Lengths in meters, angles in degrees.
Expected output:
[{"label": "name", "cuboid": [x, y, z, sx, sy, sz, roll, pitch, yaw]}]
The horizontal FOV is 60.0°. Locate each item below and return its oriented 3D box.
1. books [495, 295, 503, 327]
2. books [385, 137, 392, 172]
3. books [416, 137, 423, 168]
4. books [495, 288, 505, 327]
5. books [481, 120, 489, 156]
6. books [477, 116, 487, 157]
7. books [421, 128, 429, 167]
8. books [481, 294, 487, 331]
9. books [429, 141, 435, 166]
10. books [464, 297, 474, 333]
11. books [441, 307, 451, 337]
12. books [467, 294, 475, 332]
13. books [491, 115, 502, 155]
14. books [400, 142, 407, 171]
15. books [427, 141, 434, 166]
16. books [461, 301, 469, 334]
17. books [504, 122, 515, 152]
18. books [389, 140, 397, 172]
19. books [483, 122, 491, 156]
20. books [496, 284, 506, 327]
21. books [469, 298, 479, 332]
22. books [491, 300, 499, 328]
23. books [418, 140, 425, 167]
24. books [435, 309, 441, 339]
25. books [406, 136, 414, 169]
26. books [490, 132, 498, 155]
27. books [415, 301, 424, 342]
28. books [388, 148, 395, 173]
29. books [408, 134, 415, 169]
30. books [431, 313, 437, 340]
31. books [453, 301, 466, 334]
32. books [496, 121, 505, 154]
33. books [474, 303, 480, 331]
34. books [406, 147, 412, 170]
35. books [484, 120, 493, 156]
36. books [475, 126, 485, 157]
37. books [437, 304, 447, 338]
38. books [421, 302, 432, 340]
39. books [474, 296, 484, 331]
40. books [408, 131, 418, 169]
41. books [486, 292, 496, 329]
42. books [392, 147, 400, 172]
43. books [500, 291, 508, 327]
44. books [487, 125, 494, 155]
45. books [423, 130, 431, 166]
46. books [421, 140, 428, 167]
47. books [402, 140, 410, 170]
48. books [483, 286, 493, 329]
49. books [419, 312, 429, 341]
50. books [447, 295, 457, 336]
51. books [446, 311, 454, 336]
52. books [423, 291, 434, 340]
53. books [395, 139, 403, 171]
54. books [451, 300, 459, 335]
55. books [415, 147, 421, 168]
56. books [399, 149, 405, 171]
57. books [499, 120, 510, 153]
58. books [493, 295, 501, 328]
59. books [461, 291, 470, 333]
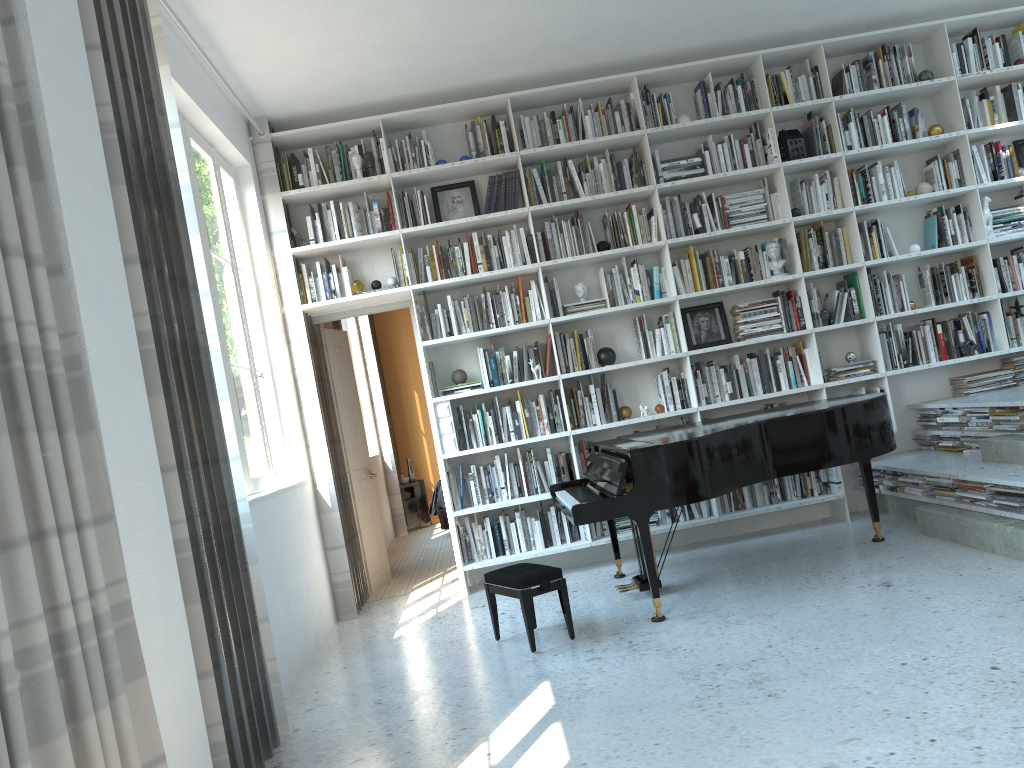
[{"label": "books", "cuboid": [-0.087, -0.468, 5.905, 0.013, 0.227, 0.151, -10, -1, -3]}, {"label": "books", "cuboid": [-0.810, -1.484, 5.908, 0.007, 0.285, 0.159, -10, -1, -3]}, {"label": "books", "cuboid": [-0.609, -1.505, 5.912, 0.013, 0.252, 0.129, -10, -1, -3]}, {"label": "books", "cuboid": [-0.078, -0.492, 5.901, 0.012, 0.272, 0.145, -10, -1, -3]}, {"label": "books", "cuboid": [-0.178, -1.599, 5.931, 0.013, 0.283, 0.166, -10, -1, -3]}, {"label": "books", "cuboid": [-0.196, -1.615, 5.946, 0.014, 0.320, 0.137, -10, -1, -3]}, {"label": "books", "cuboid": [-0.571, -1.536, 5.918, 0.007, 0.301, 0.145, -10, -1, -3]}, {"label": "books", "cuboid": [-0.186, -0.464, 5.910, 0.048, 0.256, 0.141, -10, -1, -3]}, {"label": "books", "cuboid": [-0.525, -1.498, 5.923, 0.013, 0.210, 0.136, -10, -1, -3]}, {"label": "books", "cuboid": [-0.284, -0.442, 5.879, 0.021, 0.247, 0.189, -10, -1, -3]}, {"label": "books", "cuboid": [-0.432, -0.393, 5.864, 0.028, 0.203, 0.188, -10, -1, -3]}, {"label": "books", "cuboid": [-0.271, -0.456, 5.897, 0.011, 0.271, 0.158, -10, -1, -3]}, {"label": "books", "cuboid": [-0.101, -1.621, 5.918, 0.025, 0.297, 0.163, -10, -1, -3]}, {"label": "books", "cuboid": [-0.710, -1.472, 5.899, 0.013, 0.225, 0.177, -10, -1, -3]}, {"label": "books", "cuboid": [-0.537, -1.492, 5.913, 0.014, 0.202, 0.170, -10, -1, -3]}, {"label": "books", "cuboid": [-0.311, -0.428, 5.888, 0.014, 0.230, 0.148, -10, -1, -3]}, {"label": "books", "cuboid": [-0.014, -1.613, 5.946, 0.039, 0.252, 0.146, -10, -1, -3]}, {"label": "books", "cuboid": [-0.785, -1.475, 5.907, 0.007, 0.258, 0.156, -10, -1, -3]}, {"label": "books", "cuboid": [-0.165, -1.592, 5.920, 0.010, 0.263, 0.156, -10, -1, -3]}, {"label": "books", "cuboid": [-0.071, -0.509, 5.917, 0.011, 0.304, 0.130, -10, -1, -3]}, {"label": "books", "cuboid": [-0.251, -0.443, 5.881, 0.024, 0.237, 0.167, -10, -1, -3]}, {"label": "books", "cuboid": [-0.114, -0.451, 5.906, 0.021, 0.205, 0.130, -10, -1, -3]}, {"label": "books", "cuboid": [-0.593, -1.491, 5.903, 0.013, 0.219, 0.181, -10, -1, -3]}, {"label": "books", "cuboid": [-0.489, -0.384, 5.888, 0.042, 0.208, 0.143, -10, -1, -3]}, {"label": "books", "cuboid": [-0.671, -1.498, 5.902, 0.016, 0.261, 0.154, -10, -1, -3]}, {"label": "books", "cuboid": [-0.117, -1.564, 5.926, 0.027, 0.190, 0.177, -10, -1, -3]}, {"label": "books", "cuboid": [-0.604, -0.401, 5.888, 0.012, 0.285, 0.159, -10, -1, -3]}, {"label": "books", "cuboid": [-0.791, -1.447, 5.900, 0.017, 0.204, 0.142, -10, -1, -3]}, {"label": "books", "cuboid": [-0.660, -1.505, 5.901, 0.007, 0.272, 0.154, -10, -1, -3]}, {"label": "books", "cuboid": [-0.510, -0.367, 5.868, 0.037, 0.182, 0.189, -10, -1, -3]}, {"label": "books", "cuboid": [-0.344, -0.428, 5.905, 0.049, 0.243, 0.139, -10, -1, -3]}, {"label": "books", "cuboid": [-0.076, -1.606, 5.942, 0.022, 0.260, 0.152, -10, -1, -3]}, {"label": "books", "cuboid": [-0.232, -0.429, 5.908, 0.010, 0.204, 0.139, -10, -1, -3]}, {"label": "books", "cuboid": [-0.679, -1.461, 5.914, 0.014, 0.192, 0.146, -10, -1, -3]}, {"label": "books", "cuboid": [-0.156, -1.599, 5.921, 0.011, 0.274, 0.183, -10, -1, -3]}, {"label": "books", "cuboid": [-0.209, -1.577, 5.918, 0.028, 0.249, 0.155, -10, -1, -3]}, {"label": "books", "cuboid": [-0.460, -0.404, 5.873, 0.022, 0.235, 0.177, -10, -1, -3]}, {"label": "books", "cuboid": [-0.560, -0.401, 5.864, 0.027, 0.266, 0.176, -10, -1, -3]}, {"label": "books", "cuboid": [-0.219, -0.451, 5.891, 0.023, 0.242, 0.184, -10, -1, -3]}, {"label": "books", "cuboid": [-0.650, -1.512, 5.887, 0.015, 0.279, 0.190, -10, -1, -3]}, {"label": "books", "cuboid": [-0.140, -0.473, 5.905, 0.021, 0.256, 0.156, -10, -1, -3]}, {"label": "books", "cuboid": [-0.761, -1.455, 5.906, 0.032, 0.210, 0.158, -10, -1, -3]}, {"label": "books", "cuboid": [-0.055, -0.485, 5.912, 0.011, 0.251, 0.139, -10, -1, -3]}, {"label": "books", "cuboid": [-0.143, -1.591, 5.950, 0.013, 0.254, 0.129, -10, -1, -3]}, {"label": "books", "cuboid": [-0.560, -1.534, 5.930, 0.015, 0.293, 0.131, -10, -1, -3]}, {"label": "books", "cuboid": [-0.576, -1.491, 5.896, 0.021, 0.213, 0.173, -10, -1, -3]}, {"label": "books", "cuboid": [-0.698, -1.483, 5.904, 0.016, 0.243, 0.156, -10, -1, -3]}, {"label": "books", "cuboid": [-0.160, -0.491, 5.894, 0.013, 0.299, 0.151, -10, -1, -3]}, {"label": "books", "cuboid": [-0.579, -0.368, 5.879, 0.026, 0.209, 0.155, -10, -1, -3]}, {"label": "books", "cuboid": [-0.394, -0.438, 5.888, 0.023, 0.281, 0.174, -10, -1, -3]}, {"label": "books", "cuboid": [-0.408, -0.388, 5.909, 0.021, 0.187, 0.129, -10, -1, -3]}, {"label": "books", "cuboid": [-0.547, -0.438, 5.862, 0.012, 0.333, 0.184, -10, -1, -3]}, {"label": "books", "cuboid": [-0.742, -1.479, 5.900, 0.012, 0.249, 0.180, -10, -1, -3]}, {"label": "books", "cuboid": [-0.373, -0.425, 5.880, 0.011, 0.246, 0.176, -10, -1, -3]}, {"label": "books", "cuboid": [-0.622, -1.467, 5.905, 0.026, 0.182, 0.161, -10, -1, -3]}, {"label": "books", "cuboid": [-0.723, -1.453, 5.914, 0.017, 0.194, 0.129, -10, -1, -3]}, {"label": "books", "cuboid": [-0.049, -1.609, 5.930, 0.031, 0.254, 0.178, -10, -1, -3]}, {"label": "books", "cuboid": [-0.099, -0.466, 5.893, 0.013, 0.229, 0.177, -10, -1, -3]}, {"label": "books", "cuboid": [-0.305, -0.461, 5.887, 0.011, 0.293, 0.183, -10, -1, -3]}]
